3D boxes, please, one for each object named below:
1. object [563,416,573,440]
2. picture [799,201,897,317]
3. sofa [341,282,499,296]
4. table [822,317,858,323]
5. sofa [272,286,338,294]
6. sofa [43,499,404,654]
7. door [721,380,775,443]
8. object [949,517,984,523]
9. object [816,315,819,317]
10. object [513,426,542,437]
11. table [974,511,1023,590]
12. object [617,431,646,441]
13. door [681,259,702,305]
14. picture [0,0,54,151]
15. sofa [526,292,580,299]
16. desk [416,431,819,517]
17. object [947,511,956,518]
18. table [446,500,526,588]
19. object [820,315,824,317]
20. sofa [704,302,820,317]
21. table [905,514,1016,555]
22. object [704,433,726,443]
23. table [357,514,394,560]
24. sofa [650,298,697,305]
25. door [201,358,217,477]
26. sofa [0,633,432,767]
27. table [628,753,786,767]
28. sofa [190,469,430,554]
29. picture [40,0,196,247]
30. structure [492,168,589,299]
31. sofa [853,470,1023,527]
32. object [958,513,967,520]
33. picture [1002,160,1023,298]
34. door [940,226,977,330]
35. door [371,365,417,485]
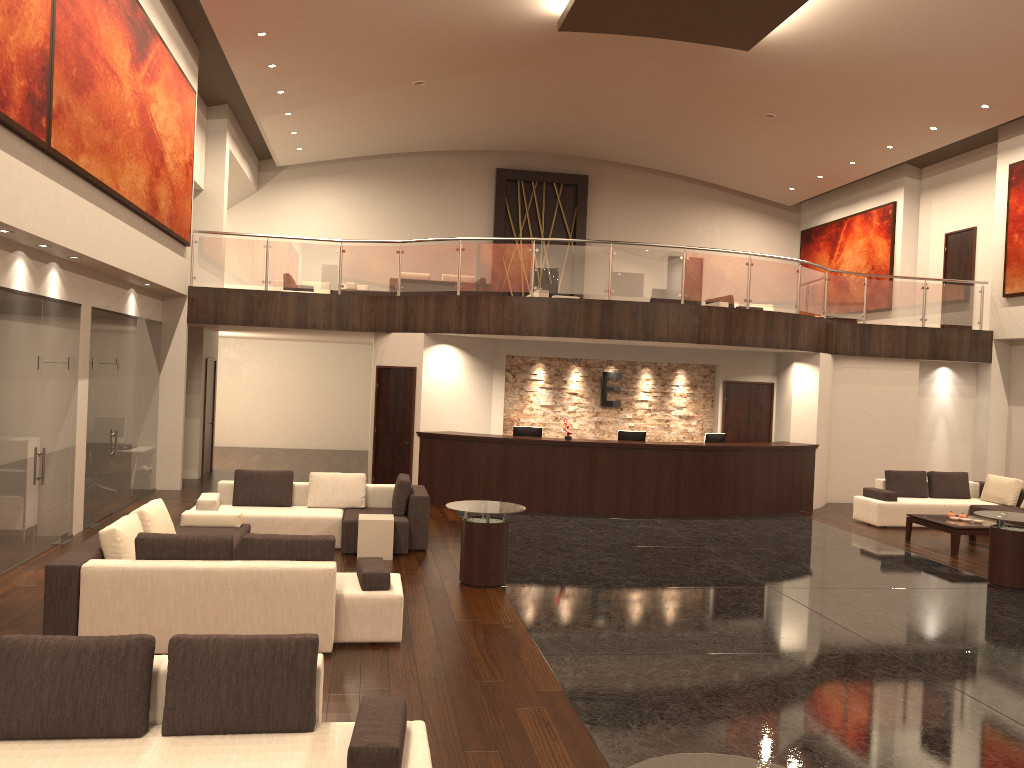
[{"bbox_3d":[0.903,0.702,14.291,0.163,0.390,0.165,2,1,-1],"label":"object"},{"bbox_3d":[8.474,-3.010,22.779,0.070,2.526,4.515,2,1,-9],"label":"picture"},{"bbox_3d":[-2.127,-1.984,20.042,3.366,0.862,2.586,2,1,-9],"label":"sofa"},{"bbox_3d":[7.344,-1.347,20.939,1.100,0.380,1.100,2,1,-9],"label":"table"},{"bbox_3d":[-3.944,-2.076,21.270,3.366,0.862,2.586,2,1,-9],"label":"sofa"},{"bbox_3d":[-2.344,1.559,8.179,2.586,0.862,3.366,2,1,-9],"label":"sofa"},{"bbox_3d":[4.372,1.068,16.561,0.990,2.232,0.104,2,1,-9],"label":"door"},{"bbox_3d":[6.410,1.921,12.510,0.437,0.040,0.154,3,1,37],"label":"object"},{"bbox_3d":[7.255,-1.595,21.137,0.119,0.106,0.119,2,1,-42],"label":"object"},{"bbox_3d":[0.252,0.949,14.731,0.483,0.485,0.189,3,1,6],"label":"object"},{"bbox_3d":[5.746,1.917,10.169,0.833,0.795,0.844,3,1,30],"label":"table"},{"bbox_3d":[1.982,1.023,14.734,0.483,0.485,0.189,2,1,-9],"label":"object"},{"bbox_3d":[4.802,-2.423,24.704,0.990,2.232,0.104,2,1,-9],"label":"door"},{"bbox_3d":[-3.871,-3.357,5.868,0.070,2.526,4.515,2,1,-9],"label":"picture"},{"bbox_3d":[1.040,-1.861,21.181,1.291,0.862,2.846,2,1,-9],"label":"sofa"},{"bbox_3d":[1.953,1.514,14.922,7.146,1.171,1.674,2,1,-8],"label":"desk"},{"bbox_3d":[6.321,1.881,12.759,0.119,0.106,0.119,3,1,14],"label":"object"},{"bbox_3d":[-0.288,1.668,9.202,0.833,0.795,0.844,3,1,30],"label":"table"},{"bbox_3d":[7.357,-1.589,21.021,0.119,0.106,0.119,3,1,29],"label":"object"},{"bbox_3d":[6.399,-1.638,21.888,3.366,0.862,2.586,2,1,-9],"label":"sofa"},{"bbox_3d":[6.410,2.129,12.561,1.100,0.380,1.100,2,1,-9],"label":"table"},{"bbox_3d":[3.463,1.082,15.152,0.483,0.485,0.189,2,1,-34],"label":"object"},{"bbox_3d":[-1.582,1.771,10.281,0.400,0.460,0.400,2,1,-9],"label":"table"},{"bbox_3d":[3.353,-1.764,21.426,1.291,0.862,2.846,2,1,-9],"label":"sofa"},{"bbox_3d":[-5.880,0.624,17.161,0.104,2.232,0.990,2,1,-9],"label":"door"},{"bbox_3d":[-1.484,1.653,2.899,2.586,0.862,3.366,2,1,-9],"label":"sofa"},{"bbox_3d":[0.718,1.780,2.891,0.844,0.795,0.833,3,1,42],"label":"table"},{"bbox_3d":[-2.451,1.526,10.804,2.846,0.862,1.291,2,1,-9],"label":"sofa"},{"bbox_3d":[-4.739,-3.453,11.311,0.070,2.526,6.485,2,1,-9],"label":"picture"},{"bbox_3d":[0.728,-3.594,23.943,2.524,4.236,0.187,2,1,-9],"label":"structure"},{"bbox_3d":[7.157,1.909,13.515,2.586,0.862,3.366,2,1,-9],"label":"sofa"},{"bbox_3d":[6.423,1.886,12.643,0.119,0.106,0.119,2,1,-27],"label":"object"},{"bbox_3d":[9.928,-2.849,13.659,0.070,2.526,6.485,2,1,-9],"label":"picture"},{"bbox_3d":[9.502,-2.157,18.868,0.104,2.232,0.990,2,1,-9],"label":"door"},{"bbox_3d":[-2.002,0.814,15.048,0.990,2.232,0.104,3,1,41],"label":"door"}]
